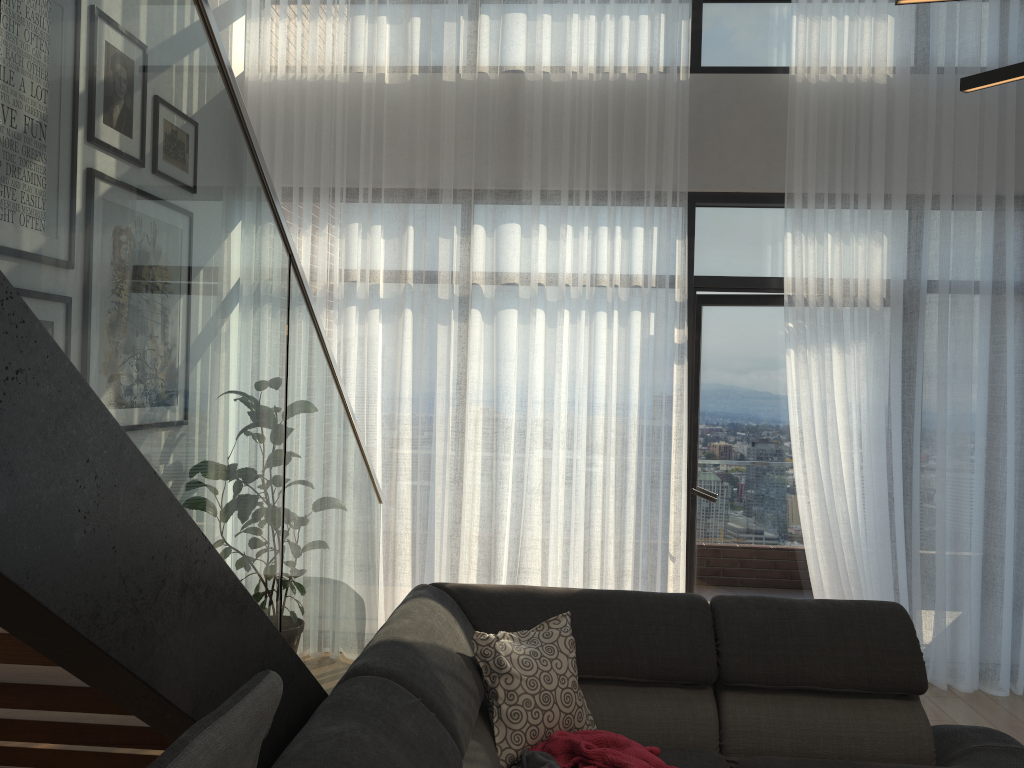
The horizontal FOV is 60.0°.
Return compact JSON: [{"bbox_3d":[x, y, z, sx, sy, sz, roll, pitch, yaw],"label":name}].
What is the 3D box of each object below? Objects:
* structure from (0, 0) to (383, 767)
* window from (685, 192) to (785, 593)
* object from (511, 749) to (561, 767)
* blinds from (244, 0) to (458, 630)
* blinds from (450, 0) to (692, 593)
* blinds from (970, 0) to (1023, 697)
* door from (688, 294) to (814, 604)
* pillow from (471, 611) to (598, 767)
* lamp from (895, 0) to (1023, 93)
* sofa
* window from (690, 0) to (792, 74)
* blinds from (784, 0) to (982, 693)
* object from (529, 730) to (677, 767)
[{"bbox_3d":[-1.248,-0.058,0.327,1.289,3.460,5.660,2,0,4],"label":"structure"},{"bbox_3d":[0.916,0.236,4.737,4.808,2.501,0.119,2,0,4],"label":"window"},{"bbox_3d":[0.061,1.055,2.025,0.411,0.118,0.905,1,0,-20],"label":"object"},{"bbox_3d":[-0.829,-1.366,4.612,1.223,5.581,0.218,2,0,2],"label":"blinds"},{"bbox_3d":[0.253,-1.336,4.559,1.374,5.581,0.218,2,0,2],"label":"blinds"},{"bbox_3d":[2.756,-1.267,4.378,1.163,5.581,0.218,2,0,2],"label":"blinds"},{"bbox_3d":[1.510,0.502,4.802,1.118,1.976,0.206,2,0,14],"label":"door"},{"bbox_3d":[-0.081,0.914,1.536,0.386,0.364,2.734,2,0,8],"label":"pillow"},{"bbox_3d":[1.281,-2.305,1.359,1.200,3.645,0.831,2,0,14],"label":"lamp"},{"bbox_3d":[0.526,0.989,1.599,2.108,0.995,3.169,2,0,4],"label":"sofa"},{"bbox_3d":[1.000,-2.864,4.728,4.808,2.500,0.119,2,0,4],"label":"window"},{"bbox_3d":[1.864,-1.292,4.362,0.858,5.579,0.589,1,0,-19],"label":"blinds"},{"bbox_3d":[0.277,1.033,2.422,0.536,0.077,0.323,2,0,38],"label":"object"}]
